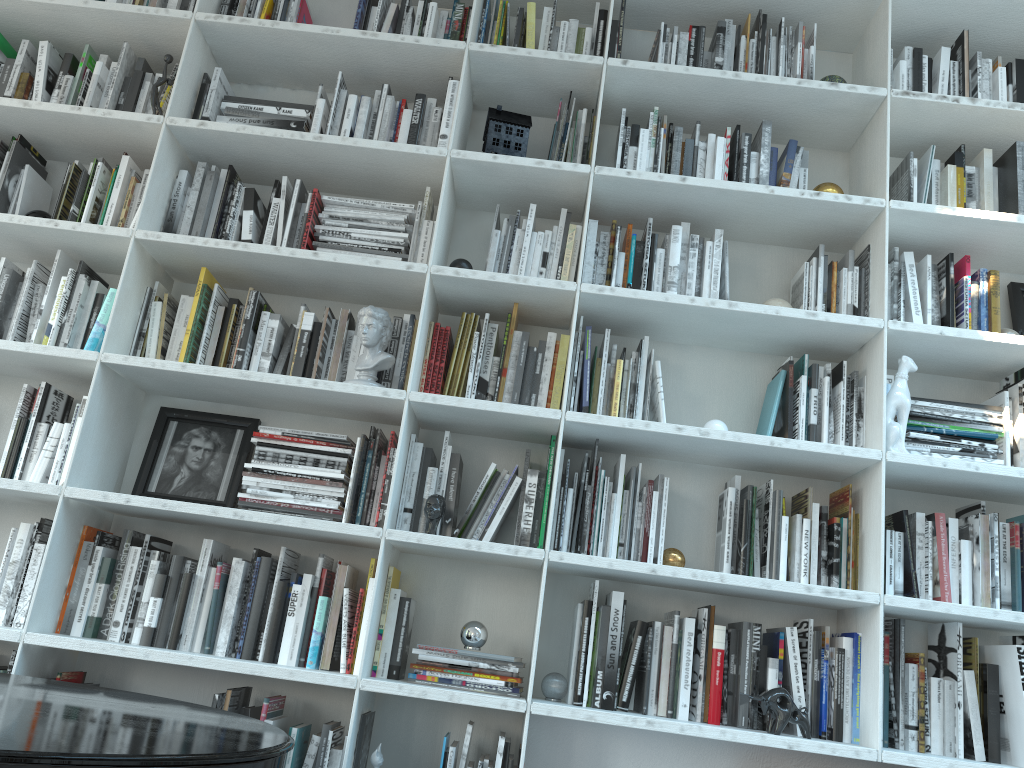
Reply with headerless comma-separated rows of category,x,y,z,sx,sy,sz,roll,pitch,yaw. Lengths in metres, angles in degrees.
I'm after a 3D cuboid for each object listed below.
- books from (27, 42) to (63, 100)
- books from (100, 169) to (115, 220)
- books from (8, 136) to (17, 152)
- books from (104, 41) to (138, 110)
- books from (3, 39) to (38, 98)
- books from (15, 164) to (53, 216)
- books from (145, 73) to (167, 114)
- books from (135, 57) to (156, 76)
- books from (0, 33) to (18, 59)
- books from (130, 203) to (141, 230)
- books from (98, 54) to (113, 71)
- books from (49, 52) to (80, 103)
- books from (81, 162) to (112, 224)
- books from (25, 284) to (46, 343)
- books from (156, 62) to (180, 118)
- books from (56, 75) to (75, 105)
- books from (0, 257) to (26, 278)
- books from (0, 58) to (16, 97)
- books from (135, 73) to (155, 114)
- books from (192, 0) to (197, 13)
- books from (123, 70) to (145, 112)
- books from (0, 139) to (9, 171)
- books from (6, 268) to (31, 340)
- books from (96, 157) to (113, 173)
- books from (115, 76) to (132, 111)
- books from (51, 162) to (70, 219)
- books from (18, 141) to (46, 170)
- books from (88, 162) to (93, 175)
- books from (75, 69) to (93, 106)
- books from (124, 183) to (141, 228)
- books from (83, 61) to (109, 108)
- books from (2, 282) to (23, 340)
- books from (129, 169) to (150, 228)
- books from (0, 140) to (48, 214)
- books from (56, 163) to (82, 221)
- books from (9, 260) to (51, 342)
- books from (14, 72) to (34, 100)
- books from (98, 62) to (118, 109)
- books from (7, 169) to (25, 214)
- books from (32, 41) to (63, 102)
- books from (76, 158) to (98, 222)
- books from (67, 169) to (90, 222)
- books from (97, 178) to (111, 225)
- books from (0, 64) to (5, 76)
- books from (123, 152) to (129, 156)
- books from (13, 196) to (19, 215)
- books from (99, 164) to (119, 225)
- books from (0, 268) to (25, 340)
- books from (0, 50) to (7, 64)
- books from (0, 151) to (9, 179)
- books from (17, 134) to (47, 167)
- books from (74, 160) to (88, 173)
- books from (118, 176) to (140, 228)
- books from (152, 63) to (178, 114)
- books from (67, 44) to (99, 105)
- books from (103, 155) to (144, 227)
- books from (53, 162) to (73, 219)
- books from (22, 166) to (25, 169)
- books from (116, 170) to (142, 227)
books,-1.511,-0.932,2.870,0.013,0.314,0.135,7,-16,2
books,-1.223,-0.517,2.735,0.017,0.252,0.140,7,-16,2
books,-1.557,-0.589,2.760,0.004,0.320,0.153,7,-16,2
books,-1.237,-0.904,2.837,0.011,0.312,0.184,7,-16,2
books,-1.564,-0.933,2.852,0.023,0.292,0.156,7,-16,2
books,-1.483,-0.537,2.743,0.031,0.231,0.148,7,-16,2
books,-1.128,-0.847,2.843,0.024,0.236,0.153,7,-16,2
books,-1.198,-0.881,2.854,0.022,0.289,0.147,7,-16,2
books,-1.662,-0.958,2.851,0.012,0.314,0.172,7,-16,2
books,-1.078,-0.498,2.700,0.064,0.236,0.209,7,-16,2
books,-1.319,-0.895,2.854,0.026,0.285,0.138,7,-16,2
books,-1.419,-0.899,2.850,0.027,0.264,0.169,7,-16,2
books,-1.249,-0.522,2.712,0.013,0.243,0.189,7,-16,2
books,-1.386,-0.166,2.638,0.048,0.224,0.150,7,-16,2
books,-1.069,-0.877,2.831,0.058,0.301,0.175,7,-16,2
books,-1.398,-0.857,2.831,0.028,0.179,0.168,7,-16,2
books,-1.510,-0.214,2.639,0.012,0.284,0.160,7,-16,2
books,-1.594,-0.901,2.843,0.029,0.218,0.158,7,-16,2
books,-1.152,-0.847,2.827,0.022,0.222,0.161,7,-16,2
books,-1.004,-1.187,2.917,0.026,0.224,0.172,7,-16,2
books,-1.177,-0.849,2.824,0.030,0.217,0.183,7,-16,2
books,-1.578,-0.582,2.744,0.011,0.290,0.177,7,-16,2
books,-1.431,-0.193,2.641,0.022,0.266,0.151,7,-16,2
books,-1.269,-0.536,2.752,0.033,0.286,0.155,7,-16,2
books,-1.226,-0.848,2.842,0.024,0.213,0.150,7,-16,2
books,-1.370,-0.533,2.748,0.005,0.253,0.161,7,-16,2
books,-1.534,-0.579,2.758,0.005,0.304,0.163,7,-16,2
books,-1.302,-0.530,2.750,0.009,0.266,0.150,7,-16,2
books,-1.342,-0.864,2.832,0.010,0.208,0.174,7,-16,2
books,-1.144,-0.487,2.730,0.024,0.215,0.142,7,-16,2
books,-1.299,-0.871,2.822,0.021,0.225,0.192,7,-16,2
books,-1.456,-0.172,2.651,0.024,0.226,0.138,7,-16,2
books,-1.119,-0.506,2.726,0.022,0.256,0.155,7,-16,2
books,-1.523,-0.574,2.735,0.011,0.286,0.189,7,-16,2
books,-1.331,-0.528,2.717,0.005,0.235,0.179,7,-16,2
books,-1.412,-0.203,2.632,0.012,0.285,0.168,7,-16,2
books,-1.543,-0.873,2.845,0.034,0.180,0.160,7,-16,2
books,-1.273,-0.879,2.844,0.028,0.260,0.136,7,-16,2
books,-1.508,-0.531,2.751,0.012,0.217,0.151,7,-16,2
books,-1.469,-0.920,2.840,0.075,0.284,0.179,7,-16,2
books,-1.288,-0.536,2.740,0.005,0.274,0.157,7,-16,2
books,-1.298,-0.515,2.712,0.006,0.215,0.181,7,-16,2
books,-1.238,-0.507,2.745,0.011,0.235,0.131,7,-16,2
books,-1.621,-0.894,2.848,0.024,0.201,0.154,7,-16,2
books,-1.198,-0.539,2.737,0.006,0.302,0.166,7,-16,2
books,-1.500,-0.527,2.748,0.004,0.209,0.132,7,-16,2
books,-1.207,-0.517,2.728,0.006,0.252,0.181,7,-16,2
books,-1.481,-0.194,2.627,0.030,0.246,0.175,7,-16,2
books,-1.646,-0.920,2.841,0.031,0.241,0.182,7,-16,2
books,-1.554,-0.562,2.744,0.010,0.261,0.158,7,-16,2
books,-1.537,-0.591,2.763,0.005,0.330,0.162,7,-16,2
books,-1.360,-0.540,2.758,0.012,0.275,0.129,7,-16,2
books,-1.161,-0.496,2.732,0.011,0.229,0.166,7,-16,2
books,-1.087,-0.860,2.827,0.055,0.263,0.167,7,-16,2
books,-1.370,-0.915,2.848,0.012,0.307,0.145,7,-16,2
books,-1.184,-0.528,2.731,0.022,0.283,0.190,7,-16,2
books,-1.349,-0.530,2.727,0.005,0.239,0.174,7,-16,2
books,-1.517,-0.539,2.760,0.009,0.236,0.135,7,-16,2
books,-1.170,-0.511,2.733,0.010,0.256,0.140,7,-16,2
